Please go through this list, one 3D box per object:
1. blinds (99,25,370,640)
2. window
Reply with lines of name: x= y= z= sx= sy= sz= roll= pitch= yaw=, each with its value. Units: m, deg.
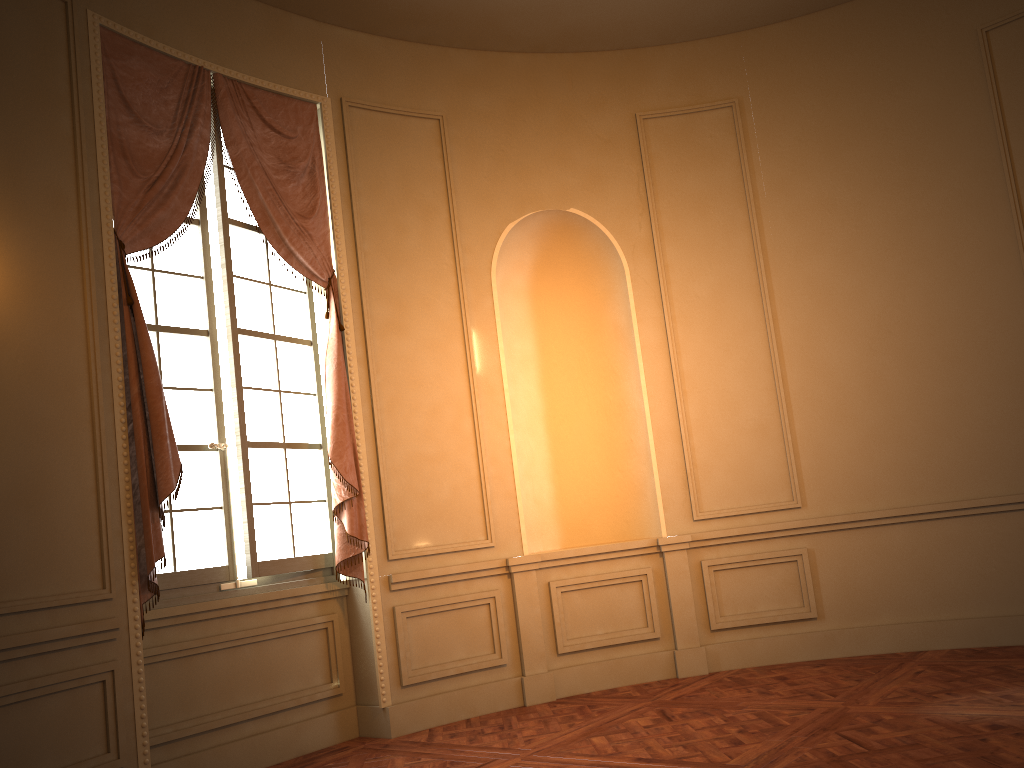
blinds: x=-1.382 y=-0.267 z=4.638 sx=0.281 sy=2.962 sz=1.363 roll=-12 pitch=-9 yaw=38
window: x=-1.566 y=-0.288 z=4.778 sx=0.150 sy=2.822 sz=1.339 roll=-12 pitch=-9 yaw=39
